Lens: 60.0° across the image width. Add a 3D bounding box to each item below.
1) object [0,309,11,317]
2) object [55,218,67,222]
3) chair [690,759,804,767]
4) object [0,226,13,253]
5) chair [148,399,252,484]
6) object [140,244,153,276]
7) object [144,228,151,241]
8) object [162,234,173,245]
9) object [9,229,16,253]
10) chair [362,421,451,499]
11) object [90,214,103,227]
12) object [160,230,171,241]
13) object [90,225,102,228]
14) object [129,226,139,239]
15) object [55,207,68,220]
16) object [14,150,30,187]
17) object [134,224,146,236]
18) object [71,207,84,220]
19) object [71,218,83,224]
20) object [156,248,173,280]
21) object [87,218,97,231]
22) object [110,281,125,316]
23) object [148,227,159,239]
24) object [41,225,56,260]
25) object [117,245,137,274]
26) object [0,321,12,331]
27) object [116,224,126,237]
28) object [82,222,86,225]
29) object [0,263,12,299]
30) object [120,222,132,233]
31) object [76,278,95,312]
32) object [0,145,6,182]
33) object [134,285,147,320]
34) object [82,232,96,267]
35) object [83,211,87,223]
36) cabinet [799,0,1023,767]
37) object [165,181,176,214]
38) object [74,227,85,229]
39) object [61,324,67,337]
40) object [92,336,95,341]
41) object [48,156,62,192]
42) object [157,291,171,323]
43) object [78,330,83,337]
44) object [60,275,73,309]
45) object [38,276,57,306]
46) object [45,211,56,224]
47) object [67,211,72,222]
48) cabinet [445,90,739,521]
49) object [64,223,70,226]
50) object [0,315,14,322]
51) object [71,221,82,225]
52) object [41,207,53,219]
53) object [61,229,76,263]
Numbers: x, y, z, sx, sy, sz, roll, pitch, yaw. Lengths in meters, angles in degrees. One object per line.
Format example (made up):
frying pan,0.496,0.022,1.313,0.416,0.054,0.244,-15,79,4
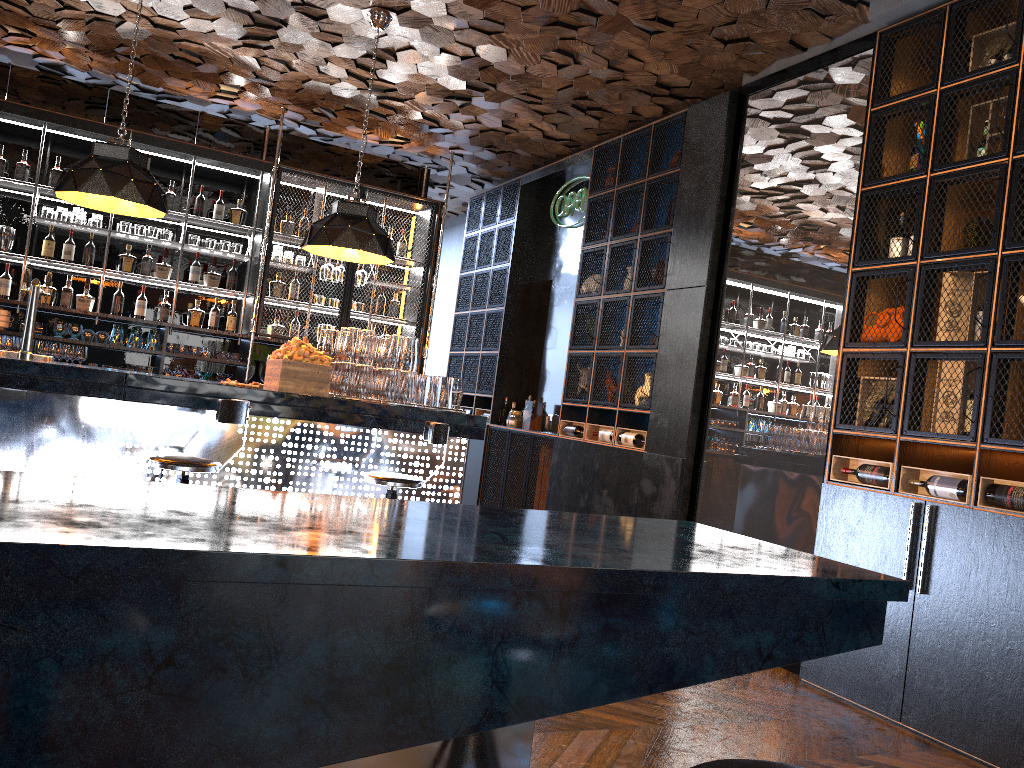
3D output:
object,-3.963,-0.543,6.916,0.094,0.068,0.106,8,-2,-26
object,-3.629,-1.351,7.140,0.089,0.092,0.089,6,-2,36
chair,0.300,0.896,1.033,0.419,0.813,0.419,8,-2,-31
object,-3.994,-1.134,6.982,0.105,0.209,0.105,7,-2,19
chair,-1.532,0.603,4.146,0.476,1.108,0.419,8,-2,-11
object,-3.083,-1.037,7.493,0.083,0.282,0.083,8,-2,-26
object,-3.092,-1.270,7.558,0.089,0.092,0.089,8,-2,-27
object,-2.976,-1.253,7.647,0.089,0.092,0.089,6,-2,38
object,-4.030,-1.136,7.084,0.105,0.209,0.105,7,-2,19
chair,-0.626,0.734,4.663,0.476,1.108,0.419,8,-2,-16
object,-3.398,-1.338,7.261,0.089,0.092,0.089,8,-2,-35
object,-2.937,-1.252,7.512,0.089,0.092,0.089,7,-2,18
object,-3.401,-1.318,7.261,0.089,0.092,0.089,7,-2,0
object,-3.211,-1.286,7.542,0.089,0.092,0.089,7,-2,13
object,-3.626,-1.371,7.140,0.089,0.092,0.089,7,-2,16
object,-3.901,-1.724,7.073,0.083,0.282,0.083,8,-2,-11
object,-3.114,-1.277,7.414,0.089,0.092,0.089,6,-2,27
object,-3.536,-1.386,7.226,0.089,0.092,0.089,8,-2,-30
object,-3.540,-1.360,7.225,0.089,0.092,0.089,9,-2,-37
object,-2.954,-1.017,7.541,0.123,0.279,0.123,8,-2,-12
object,-3.483,-1.326,7.376,0.089,0.092,0.089,9,-2,-37
object,-3.276,-0.707,7.382,0.086,0.297,0.086,7,-2,8
object,-3.010,-1.263,7.438,0.089,0.092,0.089,6,-2,27
object,-3.744,-1.139,7.175,0.086,0.299,0.086,7,-2,23
object,-3.222,-1.039,7.424,0.151,0.248,0.094,9,-2,-37
object,-3.973,-0.453,6.923,0.106,0.067,0.094,9,-2,-38
object,-3.298,-1.299,7.492,0.089,0.092,0.089,7,-2,16
object,-3.583,-1.361,7.364,0.089,0.092,0.089,7,-2,0
object,-4.027,-0.813,7.050,0.086,0.298,0.086,7,-2,23
object,-3.206,-1.291,7.355,0.089,0.092,0.089,6,-2,36
object,-3.499,-0.728,7.285,0.123,0.279,0.123,8,-2,-12
object,-4.049,-1.745,7.000,0.083,0.282,0.083,9,-2,-41
object,-3.129,-0.685,7.490,0.086,0.298,0.086,7,-2,23
object,-3.478,-1.102,7.302,0.086,0.297,0.086,7,-2,23
object,-3.580,-1.387,7.365,0.089,0.092,0.089,7,-2,0
cabinet,2.952,-0.072,2.878,0.691,3.514,4.416,8,-2,-26
object,-2.914,-1.589,7.556,0.083,0.282,0.083,8,-2,-26
object,-3.586,-1.339,7.363,0.089,0.092,0.089,7,-2,0
object,-3.655,-0.434,7.166,0.100,0.125,0.100,7,-2,22
object,-3.451,-0.392,7.217,0.098,0.097,0.098,7,-2,12
object,-3.688,-1.700,7.177,0.083,0.282,0.083,9,-2,-41
object,-2.964,-0.653,7.563,0.083,0.282,0.083,9,-2,-41
object,-3.553,-0.420,7.211,0.108,0.126,0.108,8,-2,-31
object,-3.628,-0.748,7.237,0.083,0.282,0.083,8,-2,-26
object,-3.768,-0.750,7.169,0.151,0.248,0.094,9,-2,-37
object,-3.772,-1.366,7.258,0.089,0.092,0.089,6,-2,36
object,-3.666,-1.372,7.296,0.089,0.092,0.089,7,-2,0
cabinet,0.502,-0.240,7.929,0.691,3.514,4.416,8,-2,-26
object,-3.669,-1.352,7.295,0.089,0.092,0.089,7,-2,0
object,-3.971,-0.499,6.926,0.094,0.069,0.106,7,-2,16
object,-3.543,-1.338,7.224,0.089,0.092,0.089,9,-2,-37
object,-3.721,-1.364,7.101,0.089,0.092,0.089,7,-2,0
object,-3.625,-1.122,7.261,0.086,0.298,0.086,7,-2,23
